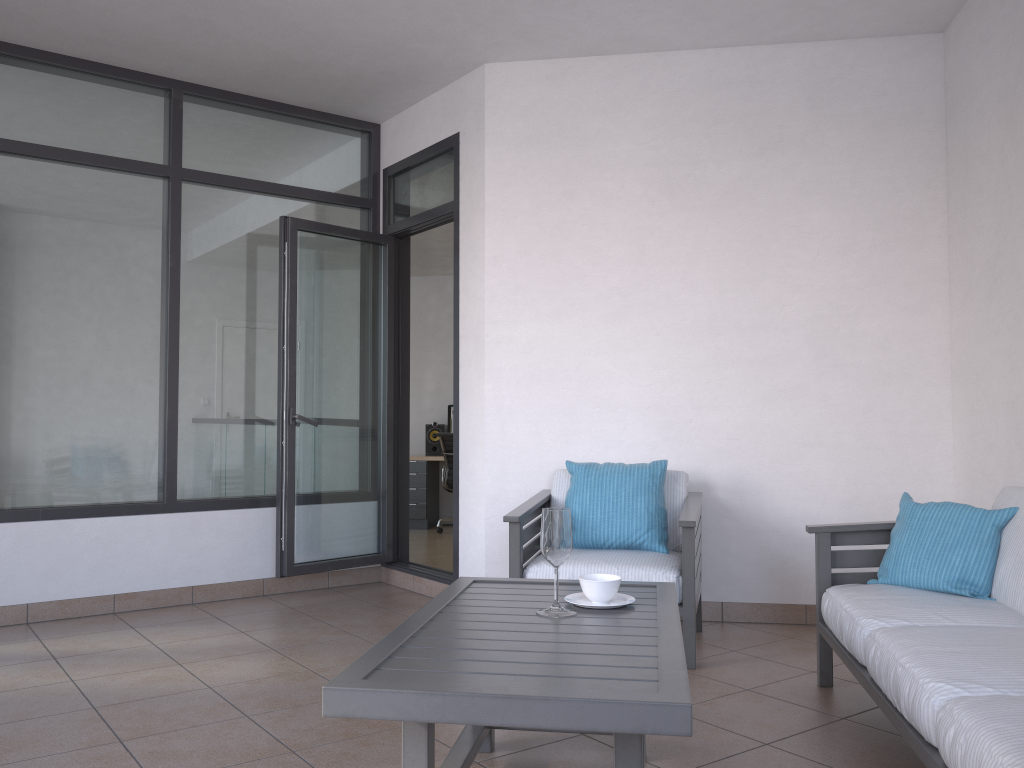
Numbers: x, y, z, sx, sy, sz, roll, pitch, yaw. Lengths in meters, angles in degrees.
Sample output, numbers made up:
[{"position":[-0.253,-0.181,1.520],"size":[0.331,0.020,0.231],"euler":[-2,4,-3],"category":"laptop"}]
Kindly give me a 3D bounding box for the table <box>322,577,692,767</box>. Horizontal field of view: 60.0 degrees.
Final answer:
[{"position":[0.078,0.852,2.289],"size":[0.710,0.473,1.260],"euler":[0,-3,9],"category":"table"}]

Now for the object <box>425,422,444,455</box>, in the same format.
[{"position":[-0.825,0.580,9.471],"size":[0.198,0.354,0.249],"euler":[0,-3,-6],"category":"object"}]

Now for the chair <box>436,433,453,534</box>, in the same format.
[{"position":[-0.391,0.981,8.842],"size":[0.699,0.991,0.664],"euler":[1,-3,-30],"category":"chair"}]

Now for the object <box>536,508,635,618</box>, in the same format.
[{"position":[0.195,0.489,2.523],"size":[0.337,0.284,0.203],"euler":[1,-3,-30],"category":"object"}]

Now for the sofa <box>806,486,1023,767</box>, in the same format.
[{"position":[1.359,0.704,2.274],"size":[0.807,0.765,2.161],"euler":[0,-3,9],"category":"sofa"}]

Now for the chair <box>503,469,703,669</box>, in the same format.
[{"position":[0.447,0.782,4.026],"size":[0.797,0.765,0.807],"euler":[-1,-3,14],"category":"chair"}]

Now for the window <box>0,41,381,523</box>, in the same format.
[{"position":[-2.913,-0.524,4.227],"size":[5.002,2.402,0.170],"euler":[2,-3,-36],"category":"window"}]

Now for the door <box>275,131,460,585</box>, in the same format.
[{"position":[-0.791,-0.139,5.045],"size":[0.924,2.500,0.905],"euler":[2,-3,-36],"category":"door"}]
